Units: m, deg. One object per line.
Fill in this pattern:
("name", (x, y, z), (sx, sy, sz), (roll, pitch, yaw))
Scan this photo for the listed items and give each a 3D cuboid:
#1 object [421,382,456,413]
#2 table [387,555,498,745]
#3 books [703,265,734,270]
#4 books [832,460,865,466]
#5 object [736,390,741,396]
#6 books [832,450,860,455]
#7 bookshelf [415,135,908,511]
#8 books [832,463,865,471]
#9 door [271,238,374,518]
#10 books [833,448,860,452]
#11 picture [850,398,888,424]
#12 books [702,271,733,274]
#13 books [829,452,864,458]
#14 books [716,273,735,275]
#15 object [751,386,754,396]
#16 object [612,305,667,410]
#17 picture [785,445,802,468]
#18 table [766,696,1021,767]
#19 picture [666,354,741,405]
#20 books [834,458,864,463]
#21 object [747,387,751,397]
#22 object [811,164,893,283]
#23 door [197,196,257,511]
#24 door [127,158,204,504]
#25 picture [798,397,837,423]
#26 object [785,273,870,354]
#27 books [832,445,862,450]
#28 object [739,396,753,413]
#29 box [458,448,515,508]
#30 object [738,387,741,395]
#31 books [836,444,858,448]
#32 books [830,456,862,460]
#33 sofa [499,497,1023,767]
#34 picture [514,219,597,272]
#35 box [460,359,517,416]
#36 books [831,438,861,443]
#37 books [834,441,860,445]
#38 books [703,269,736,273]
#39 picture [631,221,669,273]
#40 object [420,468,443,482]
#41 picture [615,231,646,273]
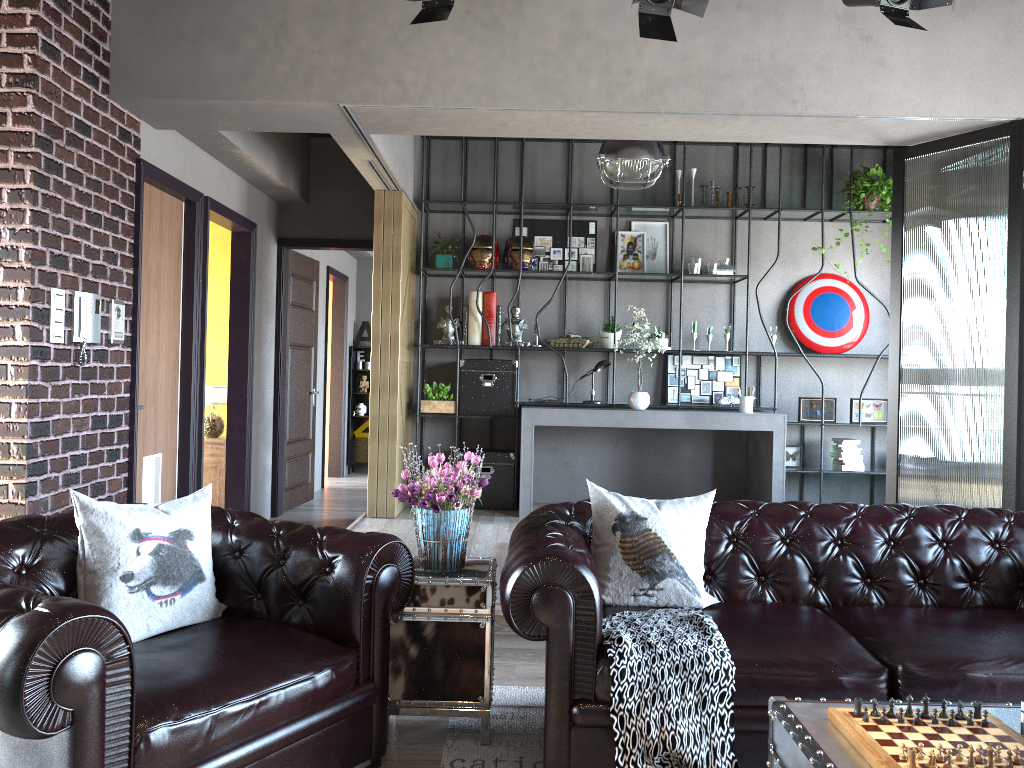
("object", (-0.620, 0.112, 7.570), (0.304, 0.265, 0.180), (1, 0, 0))
("table", (-0.274, 1.006, 3.423), (0.417, 0.609, 0.405), (1, 0, 0))
("books", (1.815, -1.020, 7.808), (0.225, 0.029, 0.179), (1, 1, -8))
("books", (2.898, 0.679, 7.644), (0.175, 0.023, 0.249), (1, 1, -4))
("object", (1.914, 0.135, 7.337), (0.137, 0.190, 0.009), (1, 0, 3))
("books", (2.882, 0.591, 7.660), (0.158, 0.021, 0.224), (1, 1, 0))
("bookshelf", (1.444, -0.526, 7.725), (4.483, 3.283, 0.526), (1, 0, 0))
("books", (2.896, 0.712, 7.642), (0.192, 0.043, 0.248), (1, 1, 0))
("door", (-1.603, -0.051, 8.617), (1.150, 2.544, 1.128), (1, 0, 0))
("books", (2.888, 0.569, 7.658), (0.155, 0.022, 0.205), (1, 1, -5))
("picture", (3.045, 0.230, 7.558), (0.313, 0.212, 0.048), (1, 0, 0))
("books", (1.810, -0.970, 7.812), (0.166, 0.024, 0.227), (1, 1, -21))
("books", (2.883, 0.615, 7.653), (0.193, 0.028, 0.245), (1, 1, -5))
("books", (1.818, -0.941, 7.807), (0.179, 0.034, 0.243), (1, 1, -17))
("object", (1.978, 0.109, 7.341), (0.052, 0.185, 0.009), (1, 0, 2))
("object", (1.056, -0.220, 7.214), (0.398, 0.852, 0.420), (1, 0, -43))
("picture", (2.417, 0.626, 7.666), (0.172, 0.190, 0.036), (1, 0, 0))
("table", (1.334, 1.129, 2.168), (1.254, 0.470, 0.684), (1, 0, 0))
("picture", (1.711, -0.038, 7.907), (0.665, 0.447, 0.051), (1, 0, 0))
("books", (2.898, 0.656, 7.644), (0.175, 0.023, 0.249), (1, 1, 1))
("object", (1.963, 0.127, 7.359), (0.023, 0.204, 0.037), (1, 0, 40))
("object", (2.917, -1.348, 7.510), (0.720, 1.026, 0.650), (1, 0, 19))
("door", (-2.687, -0.057, 6.751), (1.098, 2.544, 1.150), (1, 0, 0))
("door", (-2.256, -0.032, 5.578), (0.219, 2.540, 1.002), (1, 0, 0))
("picture", (2.604, 0.221, 7.562), (0.313, 0.212, 0.049), (1, 0, 0))
("object", (2.811, -0.626, 7.891), (0.751, 0.739, 0.185), (1, 0, 1))
("books", (2.888, 0.549, 7.653), (0.174, 0.019, 0.244), (1, 1, 0))
("object", (1.933, 0.172, 7.324), (0.110, 0.137, 0.110), (1, 0, 10))
("box", (-0.219, 0.809, 7.721), (0.489, 0.481, 0.374), (1, 0, 0))
("object", (1.900, 0.126, 7.352), (0.046, 0.202, 0.023), (1, 0, 36))
("books", (2.889, 0.528, 7.645), (0.162, 0.023, 0.231), (2, 1, 16))
("books", (2.884, 0.637, 7.654), (0.192, 0.014, 0.255), (1, 1, 4))
("sofa", (1.233, 0.928, 3.415), (2.566, 0.838, 1.239), (1, 0, 0))
("picture", (0.387, -1.227, 7.955), (0.749, 0.503, 0.058), (1, 0, 0))
("box", (-0.200, 0.024, 7.724), (0.489, 0.481, 0.374), (1, 0, 0))
("books", (2.880, 0.486, 7.653), (0.159, 0.024, 0.201), (1, 1, -10))
("books", (2.889, 0.507, 7.659), (0.155, 0.020, 0.205), (1, 1, 0))
("books", (1.824, -0.994, 7.814), (0.243, 0.024, 0.175), (1, 1, -4))
("picture", (1.232, -1.198, 7.919), (0.332, 0.515, 0.119), (1, 0, 0))
("object", (-0.675, 0.860, 7.637), (0.345, 0.362, 0.331), (1, 0, 4))
("picture", (1.053, -1.151, 7.877), (0.267, 0.414, 0.101), (1, 0, 0))
